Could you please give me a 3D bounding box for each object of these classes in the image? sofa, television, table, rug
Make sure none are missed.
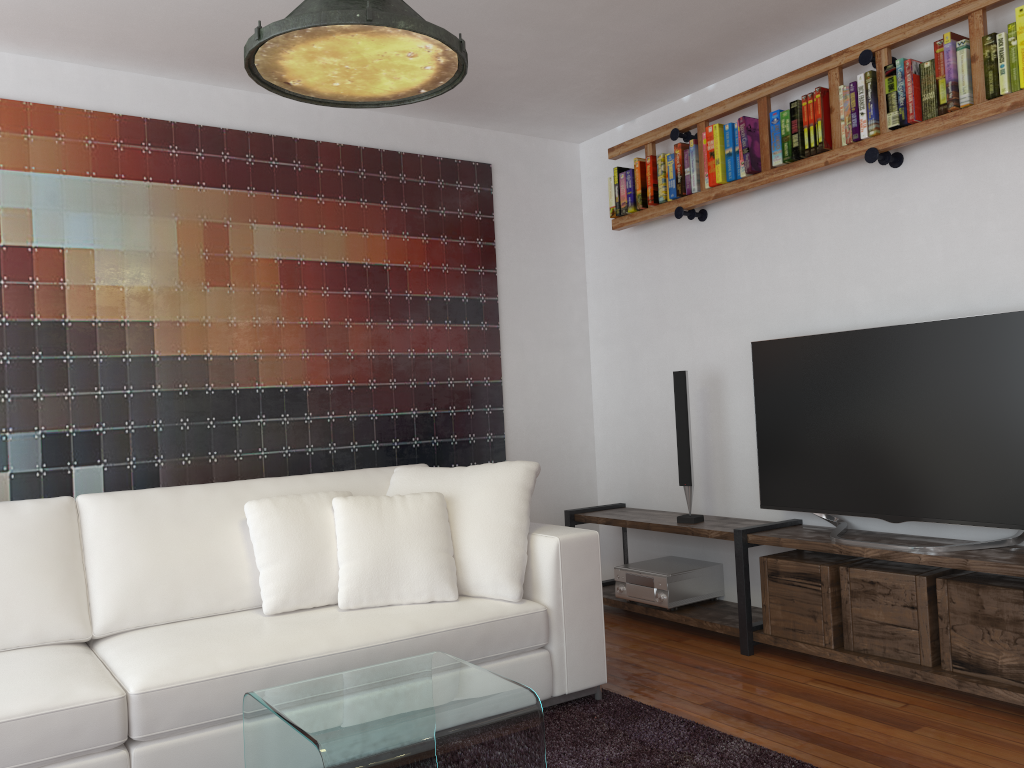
[{"bbox_3d":[-1.233,0.750,2.627,3.086,0.842,0.987,-2,-2,-34],"label":"sofa"},{"bbox_3d":[1.391,0.182,3.236,0.298,0.786,1.230,-2,-2,-34],"label":"television"},{"bbox_3d":[-0.303,0.928,2.200,0.551,0.337,0.565,-2,-2,-34],"label":"table"},{"bbox_3d":[-0.679,1.114,1.820,3.193,0.019,1.895,-2,-2,-34],"label":"rug"}]

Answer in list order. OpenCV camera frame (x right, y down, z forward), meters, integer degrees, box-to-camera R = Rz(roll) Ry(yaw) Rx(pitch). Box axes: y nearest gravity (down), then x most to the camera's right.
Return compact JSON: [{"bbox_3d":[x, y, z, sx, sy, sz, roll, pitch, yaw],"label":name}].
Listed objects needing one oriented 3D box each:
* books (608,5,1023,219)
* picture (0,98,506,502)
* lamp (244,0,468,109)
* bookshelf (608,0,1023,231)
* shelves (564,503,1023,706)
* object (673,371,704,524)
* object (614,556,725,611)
[{"bbox_3d":[2.296,-1.980,2.377,0.733,1.974,5.671,-1,-2,-45],"label":"books"},{"bbox_3d":[-1.206,-0.047,3.829,2.770,2.136,0.007,-2,-2,-34],"label":"picture"},{"bbox_3d":[-0.415,-1.096,2.323,0.572,0.561,0.572,-2,-2,-29],"label":"lamp"},{"bbox_3d":[1.388,-1.053,3.340,0.161,0.465,2.983,-2,-2,-34],"label":"bookshelf"},{"bbox_3d":[1.415,0.806,3.218,0.414,0.506,3.473,-2,-2,-34],"label":"shelves"},{"bbox_3d":[0.794,0.284,4.035,0.089,0.687,0.089,-4,-2,41],"label":"object"},{"bbox_3d":[0.744,0.942,4.199,0.400,0.170,0.350,-2,-2,-35],"label":"object"}]
